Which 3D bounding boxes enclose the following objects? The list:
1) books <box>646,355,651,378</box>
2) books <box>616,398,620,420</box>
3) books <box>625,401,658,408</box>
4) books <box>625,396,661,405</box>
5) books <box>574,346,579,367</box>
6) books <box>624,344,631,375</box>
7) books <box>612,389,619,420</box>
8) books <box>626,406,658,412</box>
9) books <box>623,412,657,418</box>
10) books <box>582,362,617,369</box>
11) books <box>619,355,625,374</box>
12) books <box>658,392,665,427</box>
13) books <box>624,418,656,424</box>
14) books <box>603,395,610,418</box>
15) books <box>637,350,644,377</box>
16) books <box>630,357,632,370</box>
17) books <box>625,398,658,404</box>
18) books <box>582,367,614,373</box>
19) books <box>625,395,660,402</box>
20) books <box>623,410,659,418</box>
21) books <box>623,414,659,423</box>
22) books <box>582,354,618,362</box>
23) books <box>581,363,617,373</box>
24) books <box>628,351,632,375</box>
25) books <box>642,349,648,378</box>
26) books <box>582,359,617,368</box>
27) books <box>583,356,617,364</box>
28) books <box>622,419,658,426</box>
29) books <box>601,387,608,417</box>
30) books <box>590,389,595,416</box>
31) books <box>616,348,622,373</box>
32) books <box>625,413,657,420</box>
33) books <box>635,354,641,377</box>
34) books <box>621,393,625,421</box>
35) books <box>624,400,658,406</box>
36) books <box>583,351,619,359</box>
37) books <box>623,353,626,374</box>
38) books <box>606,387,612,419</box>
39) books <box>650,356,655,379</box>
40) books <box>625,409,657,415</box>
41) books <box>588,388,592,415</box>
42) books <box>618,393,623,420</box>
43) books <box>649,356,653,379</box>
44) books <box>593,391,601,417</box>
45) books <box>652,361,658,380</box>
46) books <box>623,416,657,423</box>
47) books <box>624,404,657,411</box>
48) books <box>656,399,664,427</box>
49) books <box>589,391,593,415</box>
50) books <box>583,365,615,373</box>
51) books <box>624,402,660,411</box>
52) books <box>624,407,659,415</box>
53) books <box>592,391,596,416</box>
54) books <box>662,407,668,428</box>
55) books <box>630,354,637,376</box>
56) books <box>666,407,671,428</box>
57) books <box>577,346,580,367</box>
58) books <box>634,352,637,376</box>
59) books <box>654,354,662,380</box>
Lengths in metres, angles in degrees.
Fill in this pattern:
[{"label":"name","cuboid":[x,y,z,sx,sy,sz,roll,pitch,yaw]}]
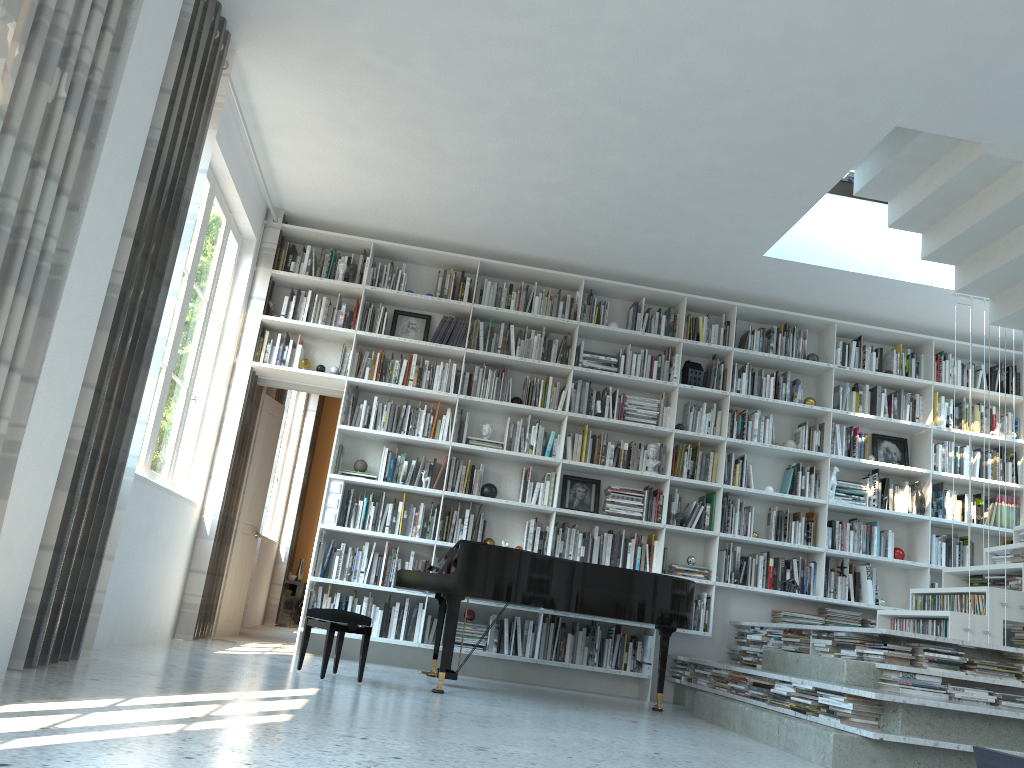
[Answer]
[{"label":"books","cuboid":[1.069,-0.100,7.112,0.023,0.222,0.191,9,-14,-5]},{"label":"books","cuboid":[0.819,0.226,7.021,0.024,0.215,0.132,9,-14,-5]},{"label":"books","cuboid":[1.017,0.178,7.051,0.254,0.012,0.161,8,-15,0]},{"label":"books","cuboid":[1.022,0.141,7.060,0.285,0.012,0.160,11,-15,-10]},{"label":"books","cuboid":[0.495,-0.182,7.063,0.027,0.201,0.168,9,-14,-5]},{"label":"books","cuboid":[0.909,-0.158,7.099,0.011,0.283,0.190,9,-14,-5]},{"label":"books","cuboid":[0.802,0.194,7.011,0.021,0.268,0.192,9,-14,-5]},{"label":"books","cuboid":[1.011,0.214,7.047,0.254,0.012,0.161,10,-15,-8]},{"label":"books","cuboid":[1.005,0.261,7.037,0.254,0.012,0.161,10,-15,-7]},{"label":"books","cuboid":[0.684,-0.126,7.089,0.285,0.012,0.160,10,-15,-7]},{"label":"books","cuboid":[0.859,-0.115,7.095,0.025,0.187,0.194,9,-14,-5]},{"label":"books","cuboid":[1.178,0.235,7.066,0.012,0.318,0.140,9,-14,-5]},{"label":"books","cuboid":[0.998,0.309,7.029,0.254,0.012,0.161,9,-15,-5]},{"label":"books","cuboid":[0.735,0.211,7.010,0.024,0.216,0.148,9,-14,-5]},{"label":"books","cuboid":[1.021,-0.125,7.142,0.029,0.273,0.141,9,-14,-5]},{"label":"books","cuboid":[0.932,-0.107,7.119,0.011,0.203,0.133,9,-14,-5]},{"label":"books","cuboid":[1.019,0.156,7.068,0.254,0.012,0.161,9,-15,-5]},{"label":"books","cuboid":[0.680,-0.093,7.074,0.254,0.012,0.161,8,-15,0]},{"label":"books","cuboid":[1.023,0.132,7.070,0.285,0.012,0.160,9,-15,-3]},{"label":"books","cuboid":[1.006,0.250,7.042,0.285,0.012,0.160,9,-15,-4]},{"label":"books","cuboid":[1.002,0.284,7.029,0.285,0.012,0.160,10,-15,-8]},{"label":"books","cuboid":[0.694,-0.190,7.106,0.285,0.024,0.160,9,-15,-3]},{"label":"books","cuboid":[0.683,-0.115,7.084,0.285,0.012,0.160,10,-15,-8]},{"label":"books","cuboid":[0.920,-0.129,7.110,0.021,0.237,0.172,9,-14,-5]},{"label":"books","cuboid":[1.048,-0.124,7.124,0.023,0.269,0.185,9,-14,-5]},{"label":"books","cuboid":[0.689,-0.144,7.087,0.285,0.024,0.160,8,-15,0]},{"label":"books","cuboid":[0.692,-0.167,7.095,0.254,0.025,0.161,10,-15,-9]},{"label":"books","cuboid":[0.997,0.320,7.025,0.285,0.012,0.160,9,-15,-4]},{"label":"books","cuboid":[0.716,0.176,7.023,0.022,0.284,0.131,9,-14,-5]},{"label":"books","cuboid":[0.620,0.176,7.003,0.014,0.249,0.173,9,-14,-5]},{"label":"books","cuboid":[0.845,-0.149,7.106,0.012,0.253,0.161,9,-14,-5]},{"label":"books","cuboid":[1.003,0.273,7.034,0.254,0.012,0.161,9,-15,-3]},{"label":"books","cuboid":[0.991,-0.108,7.114,0.028,0.218,0.184,9,-14,-5]},{"label":"books","cuboid":[0.856,0.212,7.007,0.013,0.246,0.177,9,-14,-5]},{"label":"books","cuboid":[1.018,0.167,7.061,0.254,0.012,0.161,9,-15,-3]},{"label":"books","cuboid":[0.697,-0.212,7.116,0.285,0.024,0.160,9,-15,-5]},{"label":"books","cuboid":[0.882,-0.122,7.130,0.024,0.223,0.129,9,-14,-5]},{"label":"books","cuboid":[0.767,0.181,7.024,0.049,0.290,0.162,9,-14,-5]},{"label":"books","cuboid":[1.107,-0.096,7.122,0.012,0.230,0.159,9,-14,-5]},{"label":"books","cuboid":[1.008,0.239,7.045,0.254,0.012,0.161,9,-15,-4]},{"label":"books","cuboid":[0.594,0.172,7.005,0.011,0.251,0.153,9,-14,-5]},{"label":"books","cuboid":[0.841,0.214,7.018,0.015,0.244,0.183,9,-14,-5]},{"label":"books","cuboid":[1.095,-0.096,7.127,0.010,0.229,0.152,9,-14,-5]},{"label":"books","cuboid":[0.671,0.190,7.001,0.066,0.236,0.154,9,-14,-5]},{"label":"books","cuboid":[1.125,-0.073,7.114,0.029,0.187,0.176,9,-14,-5]},{"label":"books","cuboid":[1.000,0.296,7.030,0.254,0.012,0.161,9,-15,-6]},{"label":"books","cuboid":[1.013,0.203,7.052,0.254,0.012,0.161,9,-15,-3]},{"label":"books","cuboid":[1.164,0.260,7.042,0.012,0.253,0.161,9,-14,-5]},{"label":"books","cuboid":[0.605,0.183,7.004,0.014,0.232,0.147,9,-14,-5]},{"label":"books","cuboid":[0.681,-0.103,7.081,0.254,0.012,0.161,10,-15,-8]},{"label":"books","cuboid":[1.014,0.192,7.057,0.285,0.012,0.160,9,-15,-6]},{"label":"books","cuboid":[1.010,0.226,7.043,0.285,0.012,0.160,8,-15,-2]},{"label":"books","cuboid":[0.632,0.183,7.004,0.011,0.239,0.148,9,-14,-5]},{"label":"books","cuboid":[1.191,0.295,7.050,0.029,0.198,0.172,9,-14,-5]},{"label":"books","cuboid":[0.952,-0.114,7.108,0.027,0.216,0.190,9,-14,-5]},{"label":"books","cuboid":[1.220,0.298,7.059,0.030,0.204,0.159,9,-14,-5]},{"label":"books","cuboid":[0.514,-0.184,7.079,0.013,0.217,0.141,9,-14,-5]},{"label":"books","cuboid":[0.972,-0.121,7.125,0.012,0.244,0.132,9,-14,-5]},{"label":"books","cuboid":[1.159,-0.097,7.123,0.032,0.247,0.174,9,-14,-5]}]
